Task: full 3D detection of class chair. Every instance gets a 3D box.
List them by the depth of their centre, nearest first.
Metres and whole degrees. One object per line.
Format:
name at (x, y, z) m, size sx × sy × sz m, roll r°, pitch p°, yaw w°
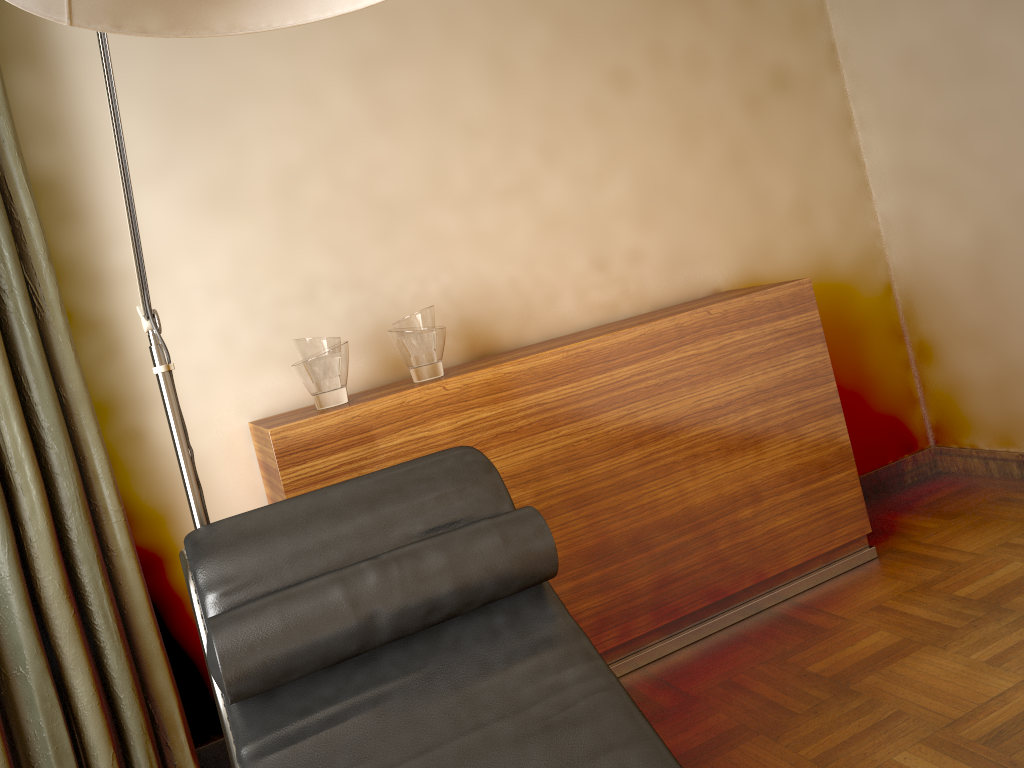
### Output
chair at (0.056, 0.575, 0.984) m, size 0.641 × 0.795 × 1.781 m, roll -15°, pitch 5°, yaw -22°

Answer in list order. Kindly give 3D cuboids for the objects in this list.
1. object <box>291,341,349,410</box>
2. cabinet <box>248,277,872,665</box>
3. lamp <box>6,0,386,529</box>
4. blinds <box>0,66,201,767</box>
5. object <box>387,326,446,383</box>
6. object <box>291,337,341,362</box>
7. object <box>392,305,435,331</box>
object at (-0.482, -0.019, 2.286) m, size 0.154 × 0.154 × 0.157 m, roll -12°, pitch 4°, yaw 24°
cabinet at (0.198, 0.306, 2.588) m, size 1.688 × 0.861 × 0.413 m, roll -16°, pitch 2°, yaw -23°
lamp at (-0.254, 0.071, 1.203) m, size 0.455 × 1.963 × 1.409 m, roll -14°, pitch 2°, yaw -19°
blinds at (-1.368, 0.010, 1.443) m, size 0.223 × 2.448 × 1.548 m, roll -14°, pitch 2°, yaw 23°
object at (-0.243, -0.089, 2.392) m, size 0.157 × 0.154 × 0.155 m, roll -16°, pitch 4°, yaw -32°
object at (-0.492, -0.056, 2.286) m, size 0.124 × 0.149 × 0.121 m, roll -16°, pitch 4°, yaw -41°
object at (-0.253, -0.126, 2.391) m, size 0.124 × 0.149 × 0.121 m, roll -16°, pitch 4°, yaw -43°
